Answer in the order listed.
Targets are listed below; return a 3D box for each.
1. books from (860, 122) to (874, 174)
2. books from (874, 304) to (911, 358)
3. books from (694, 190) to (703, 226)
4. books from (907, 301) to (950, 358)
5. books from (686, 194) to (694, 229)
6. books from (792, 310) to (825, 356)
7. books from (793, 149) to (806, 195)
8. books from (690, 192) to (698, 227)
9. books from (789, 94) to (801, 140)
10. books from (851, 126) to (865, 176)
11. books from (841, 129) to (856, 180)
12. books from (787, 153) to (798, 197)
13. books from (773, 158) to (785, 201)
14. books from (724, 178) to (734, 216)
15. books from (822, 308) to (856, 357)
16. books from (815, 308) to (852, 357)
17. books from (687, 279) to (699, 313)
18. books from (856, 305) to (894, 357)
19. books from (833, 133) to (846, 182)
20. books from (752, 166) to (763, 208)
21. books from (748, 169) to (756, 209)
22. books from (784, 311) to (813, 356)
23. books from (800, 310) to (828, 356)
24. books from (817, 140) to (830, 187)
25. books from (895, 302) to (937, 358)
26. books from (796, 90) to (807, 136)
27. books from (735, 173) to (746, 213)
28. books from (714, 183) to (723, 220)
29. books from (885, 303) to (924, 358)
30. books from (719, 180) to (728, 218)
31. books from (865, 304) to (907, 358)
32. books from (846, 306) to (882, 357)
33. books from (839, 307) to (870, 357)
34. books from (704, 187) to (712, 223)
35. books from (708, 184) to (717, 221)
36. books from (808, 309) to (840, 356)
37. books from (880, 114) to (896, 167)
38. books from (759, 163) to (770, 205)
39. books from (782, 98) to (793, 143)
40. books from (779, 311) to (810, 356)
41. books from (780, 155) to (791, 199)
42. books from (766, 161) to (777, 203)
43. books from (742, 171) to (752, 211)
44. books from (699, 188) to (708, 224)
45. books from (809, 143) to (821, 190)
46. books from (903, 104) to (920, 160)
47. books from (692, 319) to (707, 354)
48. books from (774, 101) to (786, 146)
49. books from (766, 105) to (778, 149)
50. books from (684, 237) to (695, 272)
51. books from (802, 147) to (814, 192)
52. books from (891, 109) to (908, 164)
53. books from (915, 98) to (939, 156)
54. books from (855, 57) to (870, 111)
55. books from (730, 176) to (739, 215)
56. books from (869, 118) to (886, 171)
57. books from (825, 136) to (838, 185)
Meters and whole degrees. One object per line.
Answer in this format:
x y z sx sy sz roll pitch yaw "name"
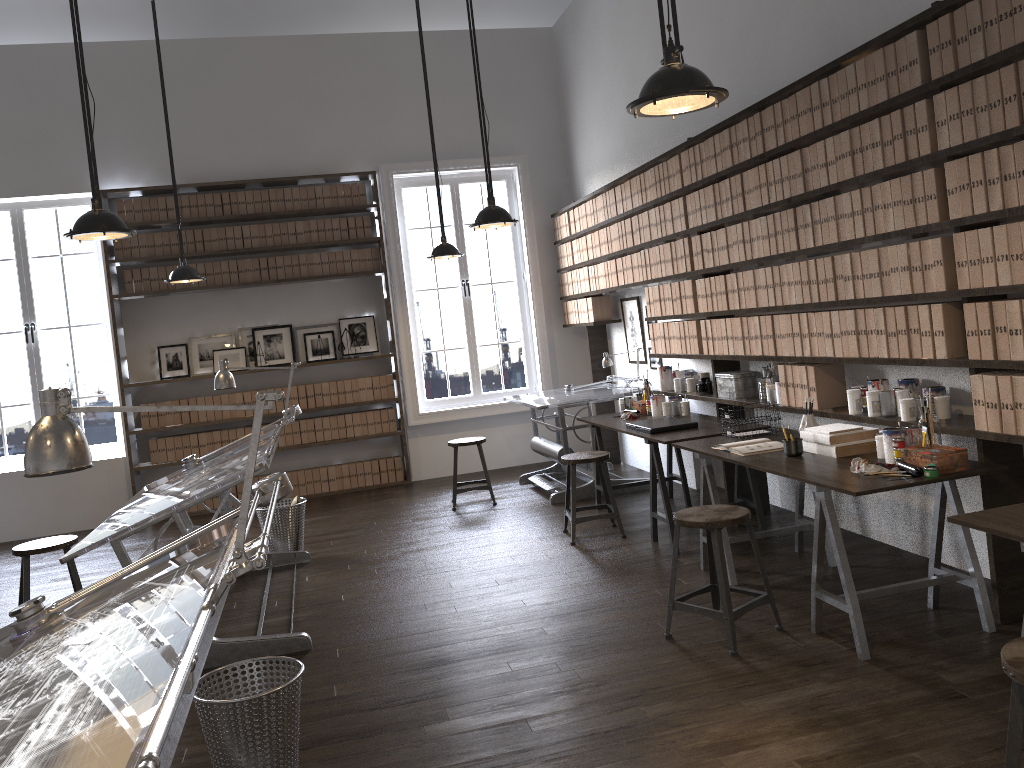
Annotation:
1.649 -1.046 3.922 0.174 0.225 0.066 -7 1 -13 "books"
1.727 -0.237 3.966 0.174 0.225 0.066 -7 1 -13 "books"
1.258 -1.116 5.609 0.175 0.225 0.067 -7 1 -13 "books"
1.781 -0.229 3.752 0.175 0.225 0.066 -7 1 -13 "books"
1.232 -1.123 5.747 0.174 0.225 0.066 -7 1 -13 "books"
1.571 -0.265 4.641 0.175 0.225 0.066 -7 1 -13 "books"
1.520 -1.068 4.457 0.175 0.225 0.067 -7 1 -13 "books"
1.246 -1.119 5.678 0.175 0.225 0.066 -7 1 -13 "books"
1.495 -1.344 4.451 0.175 0.225 0.066 -7 1 -13 "books"
1.633 -1.049 3.991 0.175 0.225 0.066 -7 1 -13 "books"
1.612 -1.051 4.055 0.175 0.225 0.067 -7 1 -13 "books"
1.510 -1.071 4.523 0.175 0.225 0.066 -7 1 -13 "books"
1.476 -1.076 4.654 0.175 0.225 0.067 -7 1 -13 "books"
1.350 -1.099 5.208 0.174 0.225 0.066 -7 1 -13 "books"
1.635 -0.254 4.367 0.175 0.225 0.067 -7 1 -13 "books"
1.623 -0.257 4.436 0.175 0.225 0.066 -7 1 -13 "books"
1.263 -0.584 5.850 0.175 0.225 0.067 -7 1 -13 "books"
1.700 -0.243 4.105 0.175 0.225 0.066 -7 1 -13 "books"
1.602 -1.055 4.121 0.175 0.225 0.066 -7 1 -13 "books"
1.426 -1.085 4.868 0.175 0.225 0.067 -7 1 -13 "books"
1.416 -1.088 4.930 0.175 0.225 0.066 -7 1 -13 "books"
1.554 -0.268 4.712 0.175 0.225 0.067 -7 1 -13 "books"
1.590 -0.262 4.572 0.174 0.225 0.066 -7 1 -13 "books"
1.568 -1.060 4.252 0.175 0.225 0.067 -7 1 -13 "books"
1.759 -0.231 3.823 0.175 0.225 0.067 -7 1 -13 "books"
1.511 -1.341 4.378 0.175 0.225 0.066 -7 1 -13 "books"
1.382 -1.093 5.065 0.175 0.225 0.067 -7 1 -13 "books"
1.323 -1.106 5.347 0.175 0.225 0.066 -7 1 -13 "books"
1.748 -0.235 3.898 0.175 0.225 0.066 -7 1 -13 "books"
1.338 -1.103 5.278 0.174 0.225 0.066 -7 1 -13 "books"
1.715 -0.240 4.036 0.174 0.225 0.066 -7 1 -13 "books"
1.679 -0.245 4.169 0.175 0.225 0.067 -7 1 -13 "books"
1.668 -0.249 4.235 0.175 0.225 0.066 -7 1 -13 "books"
1.292 -1.111 5.478 0.175 0.225 0.066 -7 1 -13 "books"
1.302 -1.108 5.412 0.175 0.225 0.067 -7 1 -13 "books"
1.609 -0.260 4.504 0.174 0.225 0.066 -7 1 -13 "books"
1.681 -1.041 3.783 0.175 0.225 0.066 -7 1 -13 "books"
1.442 -1.082 4.797 0.175 0.225 0.066 -7 1 -13 "books"
1.481 -1.347 4.520 0.174 0.225 0.066 -7 1 -13 "books"
1.545 -0.271 4.775 0.175 0.225 0.066 -7 1 -13 "books"
1.494 -1.073 4.584 0.175 0.225 0.066 -7 1 -13 "books"
1.462 -1.080 4.727 0.174 0.225 0.066 -7 1 -13 "books"
1.404 -1.091 4.994 0.175 0.225 0.066 -7 1 -13 "books"
1.276 -1.113 5.539 0.175 0.225 0.066 -7 1 -13 "books"
1.556 -1.063 4.322 0.175 0.225 0.066 -7 1 -13 "books"
1.714 -1.034 3.638 0.175 0.225 0.066 -7 1 -13 "books"
1.294 -0.316 5.858 0.175 0.225 0.067 -7 1 -13 "books"
1.462 -1.349 4.587 0.174 0.225 0.066 -7 1 -13 "books"
1.443 -1.352 4.657 0.175 0.225 0.066 -7 1 -13 "books"
1.239 -0.861 5.850 0.175 0.225 0.066 -7 1 -13 "books"
1.542 -1.066 4.390 0.174 0.225 0.066 -7 1 -13 "books"
1.692 -1.037 3.709 0.175 0.225 0.067 -7 1 -13 "books"
1.728 -1.031 3.564 0.175 0.225 0.066 -7 1 -13 "books"
1.619 -1.320 3.900 0.175 0.225 0.066 -7 1 -13 "books"
1.371 -1.097 5.140 0.175 0.225 0.066 -7 1 -13 "books"
1.660 -1.043 3.852 0.174 0.225 0.066 -7 1 -13 "books"
1.586 -1.057 4.182 0.175 0.225 0.066 -7 1 -13 "books"
